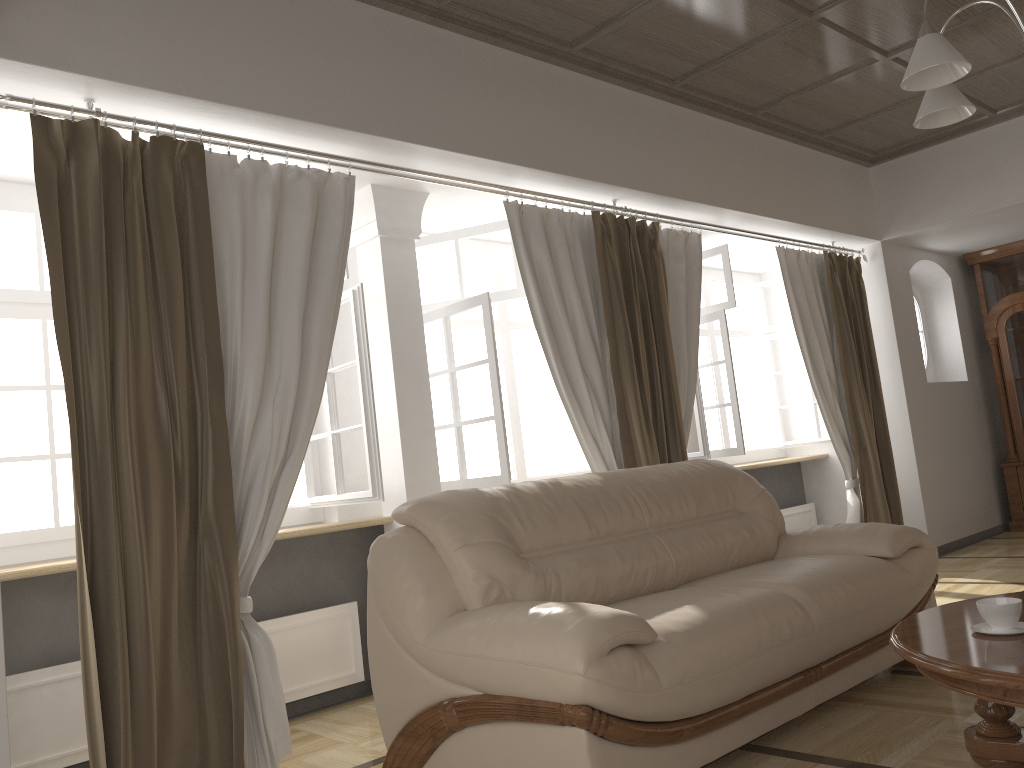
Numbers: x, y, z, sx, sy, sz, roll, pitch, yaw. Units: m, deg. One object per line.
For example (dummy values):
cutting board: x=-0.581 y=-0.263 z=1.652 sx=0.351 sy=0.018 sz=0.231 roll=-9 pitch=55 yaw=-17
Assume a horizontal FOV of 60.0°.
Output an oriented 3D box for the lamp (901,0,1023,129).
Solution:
lamp: x=1.339 y=-1.356 z=2.377 sx=0.713 sy=1.094 sz=0.741 roll=-1 pitch=-8 yaw=-43

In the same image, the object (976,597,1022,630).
object: x=1.244 y=0.588 z=2.260 sx=0.105 sy=0.071 sz=0.114 roll=-7 pitch=-6 yaw=7

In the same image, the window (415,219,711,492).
window: x=0.239 y=-0.149 z=5.015 sx=1.759 sy=1.500 sz=0.784 roll=-1 pitch=-8 yaw=-44

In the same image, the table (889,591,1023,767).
table: x=1.568 y=0.778 z=2.144 sx=1.167 sy=0.392 sz=1.169 roll=-12 pitch=-8 yaw=42

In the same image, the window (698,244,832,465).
window: x=1.703 y=-0.184 z=6.361 sx=1.653 sy=1.500 sz=0.782 roll=-1 pitch=-8 yaw=-43

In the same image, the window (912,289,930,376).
window: x=3.197 y=-0.416 z=7.159 sx=0.600 sy=0.784 sz=0.050 roll=-1 pitch=-8 yaw=-43

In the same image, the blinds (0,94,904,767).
blinds: x=0.614 y=0.156 z=4.491 sx=5.765 sy=2.294 sz=0.285 roll=-1 pitch=-8 yaw=-43

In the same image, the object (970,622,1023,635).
object: x=1.248 y=0.622 z=2.252 sx=0.150 sy=0.010 sz=0.150 roll=-10 pitch=-7 yaw=32

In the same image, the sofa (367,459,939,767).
sofa: x=0.599 y=0.740 z=3.202 sx=2.135 sy=0.900 sz=1.051 roll=-1 pitch=-8 yaw=-43

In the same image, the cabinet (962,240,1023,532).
cabinet: x=4.874 y=-0.123 z=6.610 sx=0.587 sy=2.298 sz=2.360 roll=-1 pitch=-8 yaw=-43

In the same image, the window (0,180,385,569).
window: x=-1.352 y=-0.114 z=3.519 sx=1.600 sy=1.500 sz=0.781 roll=-1 pitch=-8 yaw=-43
